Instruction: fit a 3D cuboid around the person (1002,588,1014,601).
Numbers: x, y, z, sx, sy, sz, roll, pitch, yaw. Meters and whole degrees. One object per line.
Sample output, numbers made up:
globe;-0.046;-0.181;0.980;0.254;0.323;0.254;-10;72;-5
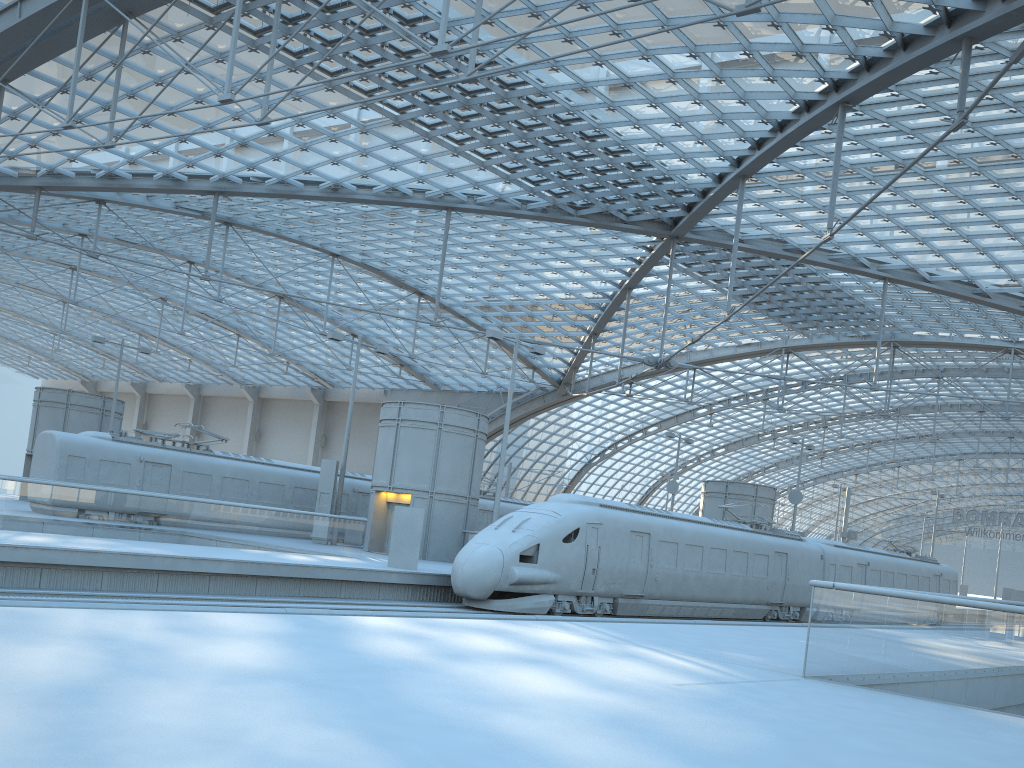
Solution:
person;45.241;19.556;80.384;0.896;1.791;0.001;4;-3;38

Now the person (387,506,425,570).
person;-2.840;4.164;23.657;0.872;1.698;0.001;6;-2;17

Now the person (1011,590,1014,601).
person;43.694;18.705;76.088;0.871;1.698;0.001;4;-4;43

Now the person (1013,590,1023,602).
person;42.008;17.963;72.832;0.823;1.725;0.001;4;-4;43

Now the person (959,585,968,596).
person;40.928;19.023;79.686;0.001;1.605;0.707;9;-4;-41
